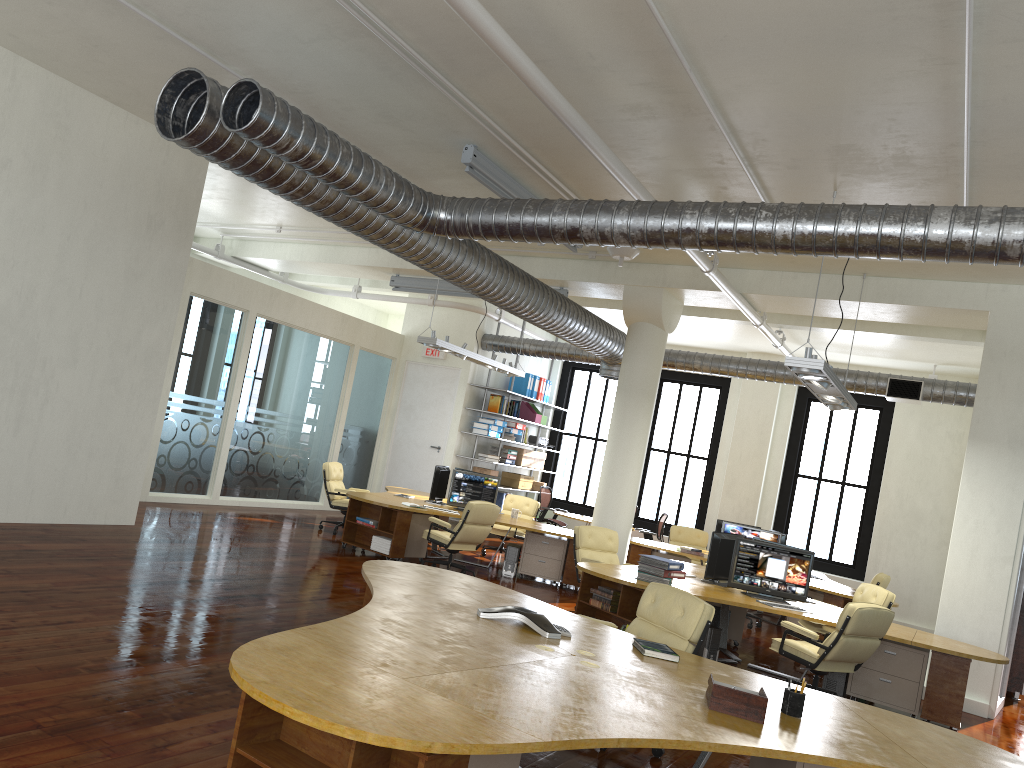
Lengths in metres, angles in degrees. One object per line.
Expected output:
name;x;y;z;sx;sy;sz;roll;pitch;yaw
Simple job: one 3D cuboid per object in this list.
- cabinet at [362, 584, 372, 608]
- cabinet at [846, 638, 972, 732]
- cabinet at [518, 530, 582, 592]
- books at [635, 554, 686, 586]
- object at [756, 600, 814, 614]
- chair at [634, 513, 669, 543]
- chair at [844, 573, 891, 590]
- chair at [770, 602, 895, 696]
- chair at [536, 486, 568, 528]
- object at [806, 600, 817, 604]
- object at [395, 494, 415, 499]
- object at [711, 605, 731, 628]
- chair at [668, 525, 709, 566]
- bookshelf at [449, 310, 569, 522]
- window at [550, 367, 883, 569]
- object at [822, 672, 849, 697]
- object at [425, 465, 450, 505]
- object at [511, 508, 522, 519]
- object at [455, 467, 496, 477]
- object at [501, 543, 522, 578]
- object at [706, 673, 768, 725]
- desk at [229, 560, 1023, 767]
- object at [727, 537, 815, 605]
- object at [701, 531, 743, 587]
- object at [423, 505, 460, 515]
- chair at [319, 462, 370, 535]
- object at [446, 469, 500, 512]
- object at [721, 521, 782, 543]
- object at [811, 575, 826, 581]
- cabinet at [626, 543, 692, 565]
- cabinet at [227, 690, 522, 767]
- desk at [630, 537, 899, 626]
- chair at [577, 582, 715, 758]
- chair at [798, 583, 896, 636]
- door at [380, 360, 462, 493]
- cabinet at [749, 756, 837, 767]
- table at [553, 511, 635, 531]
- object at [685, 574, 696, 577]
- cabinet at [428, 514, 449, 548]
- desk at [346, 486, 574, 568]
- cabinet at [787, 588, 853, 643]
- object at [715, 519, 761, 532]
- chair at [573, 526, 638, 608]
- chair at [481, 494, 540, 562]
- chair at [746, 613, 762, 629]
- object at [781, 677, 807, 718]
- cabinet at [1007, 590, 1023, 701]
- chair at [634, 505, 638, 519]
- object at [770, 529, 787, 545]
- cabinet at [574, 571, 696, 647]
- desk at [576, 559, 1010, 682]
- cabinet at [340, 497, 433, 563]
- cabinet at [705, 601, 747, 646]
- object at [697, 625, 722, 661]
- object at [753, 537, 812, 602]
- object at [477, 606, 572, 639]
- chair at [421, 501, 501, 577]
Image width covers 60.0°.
cabinet;-0.462;1.722;5.870;0.828;0.708;0.950;13;-4;-24
cabinet;3.732;2.746;8.353;0.971;0.708;0.808;9;-4;31
cabinet;0.588;2.431;12.456;0.923;0.708;0.856;11;-3;8
books;1.381;1.780;8.491;0.456;0.226;0.416;8;-5;42
object;2.612;2.131;8.483;0.452;0.016;0.241;13;-4;-17
chair;-1.224;2.118;16.074;8.008;1.156;0.933;11;-3;4
chair;4.995;3.189;12.990;0.856;1.019;0.650;9;-3;35
chair;2.786;2.360;7.865;0.655;1.019;0.851;13;-3;-35
chair;0.801;2.593;17.022;0.833;1.156;0.658;9;-3;34
object;2.999;2.290;9.567;0.211;0.016;0.515;14;-5;-32
object;-1.581;1.640;13.013;0.238;0.016;0.458;11;-4;7
object;2.189;2.724;10.110;0.488;0.410;0.177;11;-2;5
chair;2.924;2.907;14.707;0.737;1.019;0.762;11;-3;5
bookshelf;0.139;0.921;17.680;0.716;4.596;3.296;10;-3;28
window;1.993;0.935;1.439;76.610;14.053;44.425;10;-4;16
object;3.225;2.828;8.765;0.197;0.410;0.439;10;-4;29
object;-1.068;1.463;12.945;0.307;0.551;0.766;10;-4;12
object;0.056;1.916;13.103;0.135;0.131;0.114;12;-3;-18
object;-0.569;1.575;13.106;0.889;0.551;0.264;8;-4;41
object;-0.004;2.460;12.388;0.187;0.410;0.462;11;-3;7
object;1.025;1.429;4.062;0.239;0.116;0.293;10;-4;14
desk;0.635;1.812;4.421;3.622;0.733;3.773;11;-4;7
object;2.601;1.887;8.901;0.808;0.551;0.291;11;-3;0
object;2.259;1.862;9.474;0.320;0.551;0.731;9;-4;40
object;-0.941;1.679;11.845;0.475;0.016;0.230;11;-4;-1
chair;-2.474;1.721;13.231;0.827;1.019;0.677;10;-3;16
object;-0.540;1.536;12.523;0.747;0.551;0.314;13;-3;-27
object;3.494;2.381;13.076;0.876;0.551;0.267;9;-3;28
object;4.477;2.858;13.178;0.238;0.016;0.458;11;-4;7
cabinet;2.155;2.823;13.506;0.915;0.708;0.863;11;-3;6
cabinet;-0.494;1.532;3.450;0.971;0.708;0.807;9;-4;36
desk;3.785;3.128;13.502;4.266;0.733;3.178;8;-5;36
chair;0.744;1.796;5.788;0.739;1.019;0.758;12;-3;-20
chair;3.704;2.703;9.977;0.790;1.019;0.711;11;-3;1
door;-1.778;1.109;16.833;1.353;3.026;0.088;9;-3;32
cabinet;1.676;2.020;4.190;0.917;0.708;0.861;11;-3;6
table;1.445;2.887;16.449;1.357;0.743;1.613;14;-5;-34
object;1.769;2.048;9.597;0.252;0.016;0.431;7;-6;46
cabinet;-1.505;2.147;14.196;0.833;0.708;0.946;12;-4;-22
desk;-1.024;2.147;13.192;3.668;0.733;3.717;13;-4;-21
cabinet;4.307;3.125;11.847;0.827;0.708;0.952;13;-4;-25
object;3.454;2.420;13.686;0.768;0.551;0.306;12;-3;-16
chair;1.097;2.203;10.216;0.661;1.019;0.844;13;-3;-30
chair;-0.080;2.261;14.068;0.788;1.019;0.706;9;-4;40
chair;3.129;2.748;12.078;0.724;1.019;0.775;11;-3;0
object;1.329;1.466;4.171;0.097;0.185;0.080;9;-3;39
cabinet;6.534;2.871;11.830;0.686;2.066;3.039;10;-4;28
chair;2.020;2.844;17.132;0.797;1.156;0.688;9;-3;39
object;3.961;2.494;13.335;0.297;0.551;0.792;11;-4;1
cabinet;1.254;2.275;8.655;0.821;0.708;0.957;13;-4;-30
desk;2.396;2.556;9.602;3.947;0.733;3.466;11;-4;2
cabinet;-1.621;1.941;11.796;0.972;0.708;0.805;8;-4;38
cabinet;2.308;2.635;10.636;0.896;0.708;0.882;11;-3;0
object;1.787;2.537;8.702;0.166;0.410;0.520;12;-4;-32
object;2.824;1.968;9.391;0.271;0.551;0.867;12;-4;-28
object;0.094;1.334;5.094;0.561;0.093;0.398;9;-5;26
chair;-0.687;1.924;11.221;0.858;1.019;0.648;9;-4;40
